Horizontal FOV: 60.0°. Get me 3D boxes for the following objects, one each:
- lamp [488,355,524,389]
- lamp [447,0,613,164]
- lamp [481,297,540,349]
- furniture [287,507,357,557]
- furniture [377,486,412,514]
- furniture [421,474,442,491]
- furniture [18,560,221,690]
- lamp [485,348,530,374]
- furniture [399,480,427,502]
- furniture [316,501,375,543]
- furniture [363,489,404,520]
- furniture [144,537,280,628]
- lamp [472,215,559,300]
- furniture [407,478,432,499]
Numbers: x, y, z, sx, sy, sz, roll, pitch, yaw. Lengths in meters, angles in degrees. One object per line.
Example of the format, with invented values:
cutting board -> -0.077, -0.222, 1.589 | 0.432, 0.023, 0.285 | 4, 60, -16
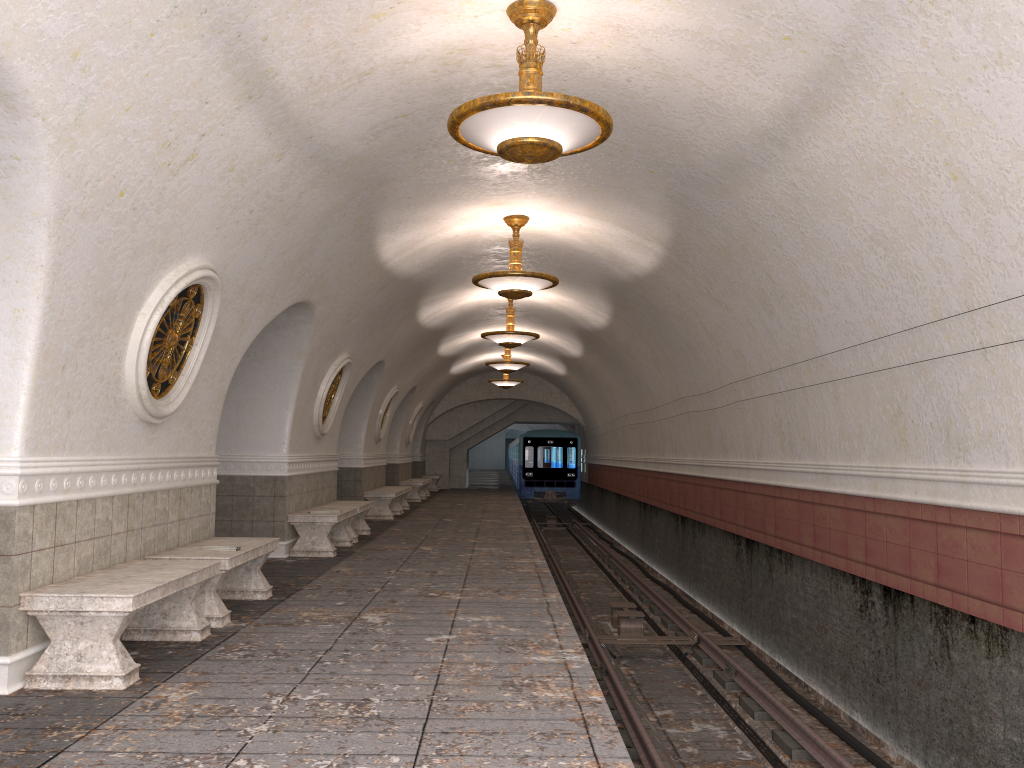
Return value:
lamp -> -0.166, -0.330, 24.718 | 1.008, 0.955, 1.008 | 5, -6, -45
lamp -> 0.113, -1.820, 5.427 | 1.008, 0.955, 1.008 | 2, -5, -17
lamp -> -0.027, -1.074, 15.090 | 1.008, 0.955, 1.008 | 0, -5, 15
furniture -> -2.428, 1.896, 11.452 | 0.613, 0.508, 1.509 | 1, -4, -1
furniture -> -2.539, 2.489, 19.131 | 0.613, 0.508, 1.509 | 1, -4, -1
furniture -> -2.692, 3.304, 29.682 | 0.613, 0.508, 1.509 | 1, -4, -1
furniture -> -2.342, 1.433, 5.462 | 0.613, 0.508, 1.509 | 1, -4, -1
lamp -> -0.096, -0.702, 19.903 | 1.008, 0.955, 1.008 | 0, -5, 15
furniture -> -2.601, 2.819, 23.399 | 0.613, 0.508, 1.509 | 1, -4, -1
furniture -> -2.452, 2.025, 13.129 | 0.613, 0.508, 1.509 | 1, -4, -1
furniture -> -2.515, 2.359, 17.455 | 0.613, 0.508, 1.509 | 1, -4, -1
furniture -> -2.366, 1.562, 7.138 | 0.613, 0.508, 1.509 | 1, -4, -1
lamp -> 0.043, -1.446, 10.275 | 1.008, 0.955, 1.008 | 2, -5, -17
furniture -> -2.625, 2.948, 25.075 | 0.613, 0.508, 1.509 | 1, -4, -1
